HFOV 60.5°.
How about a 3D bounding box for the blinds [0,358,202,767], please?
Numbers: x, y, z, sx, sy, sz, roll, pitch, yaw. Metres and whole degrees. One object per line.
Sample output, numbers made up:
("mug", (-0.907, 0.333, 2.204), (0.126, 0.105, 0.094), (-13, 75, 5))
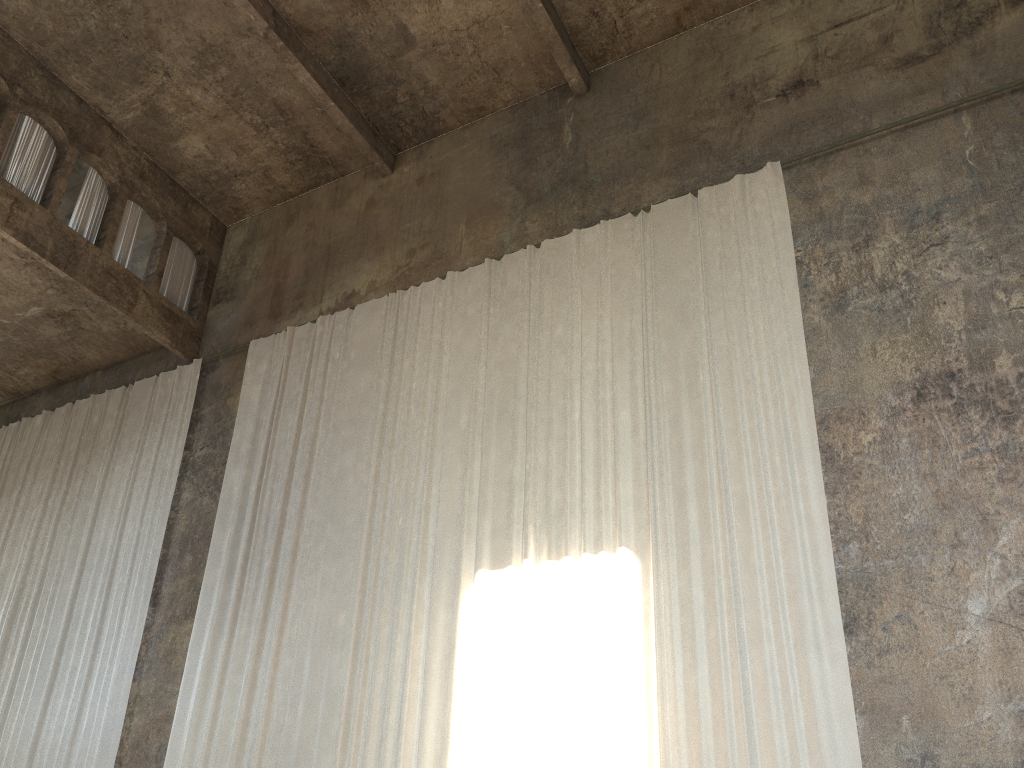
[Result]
("blinds", (-8.261, 4.145, 13.214), (7.921, 8.177, 0.286), (-14, -31, 27))

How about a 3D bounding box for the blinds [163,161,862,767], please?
("blinds", (-0.647, 2.115, 9.403), (7.921, 8.177, 0.286), (-14, -31, 27))
